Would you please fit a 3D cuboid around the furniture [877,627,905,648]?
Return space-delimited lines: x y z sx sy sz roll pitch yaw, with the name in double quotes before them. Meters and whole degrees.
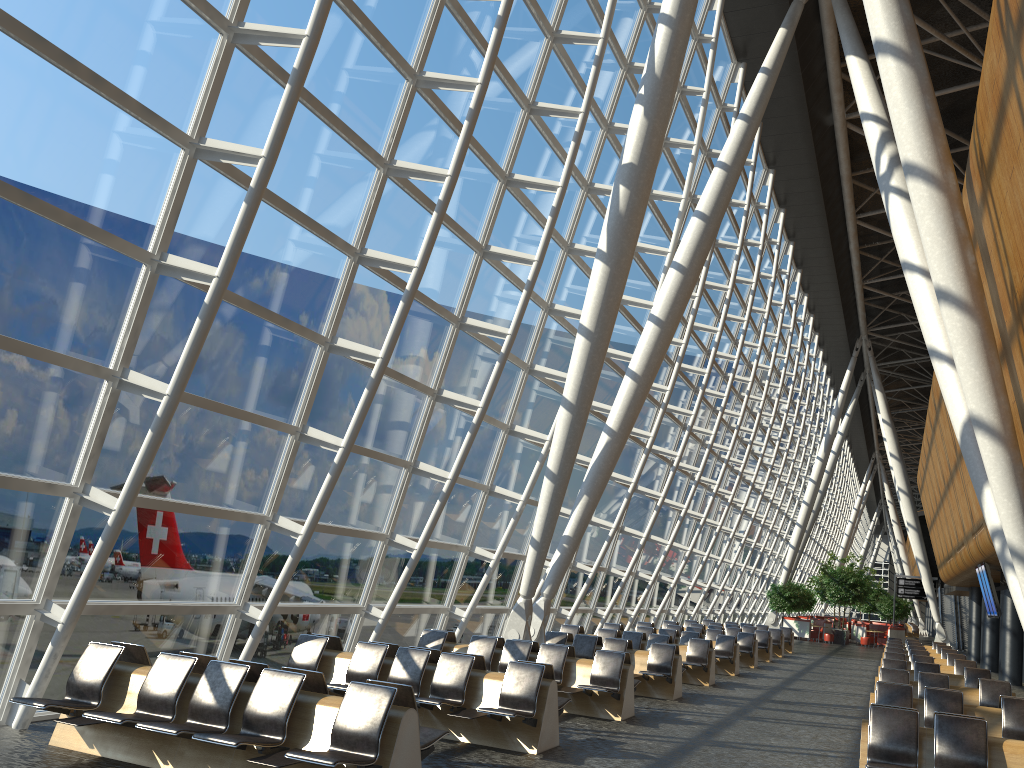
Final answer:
"furniture" 18.277 12.176 42.295 0.889 0.994 2.870 -2 -13 36

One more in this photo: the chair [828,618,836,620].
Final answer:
"chair" 18.885 14.526 52.717 0.664 0.997 0.628 8 -9 -21

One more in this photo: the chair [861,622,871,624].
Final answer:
"chair" 19.982 13.855 49.231 0.664 0.997 0.628 8 -9 -21

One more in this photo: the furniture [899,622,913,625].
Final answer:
"furniture" 35.081 21.829 79.024 1.895 0.857 1.688 0 -12 24

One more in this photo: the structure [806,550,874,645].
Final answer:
"structure" 16.413 10.733 44.554 3.088 4.473 5.901 3 -10 17

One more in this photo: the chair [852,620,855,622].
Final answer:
"chair" 22.046 15.572 56.195 0.660 0.997 0.632 4 -8 9

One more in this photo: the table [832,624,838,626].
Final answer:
"table" 17.522 13.630 48.604 0.797 0.740 0.812 3 -10 10

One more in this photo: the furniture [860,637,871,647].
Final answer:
"furniture" 16.504 12.047 41.161 0.443 0.454 0.449 -2 -12 36

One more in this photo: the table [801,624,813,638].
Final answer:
"table" 15.305 12.833 45.877 0.800 0.740 0.810 -3 -13 40

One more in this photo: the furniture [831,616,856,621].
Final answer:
"furniture" 29.893 21.819 81.059 3.248 0.857 1.688 0 -12 24

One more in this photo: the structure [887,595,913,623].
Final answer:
"structure" 26.203 15.769 59.948 1.891 2.956 1.955 8 -9 -18

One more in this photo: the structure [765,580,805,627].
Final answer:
"structure" 13.063 10.822 42.272 1.739 2.742 1.798 8 -9 -18

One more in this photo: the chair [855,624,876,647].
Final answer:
"chair" 17.021 12.093 42.422 0.664 0.997 0.628 8 -9 -21

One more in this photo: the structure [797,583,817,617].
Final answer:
"structure" 15.891 12.466 48.764 1.790 2.814 1.851 8 -9 -18

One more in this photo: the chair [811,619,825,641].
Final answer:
"chair" 15.234 12.306 44.106 0.668 0.997 0.625 12 -11 -40

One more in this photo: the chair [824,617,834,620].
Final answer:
"chair" 20.483 15.715 57.473 0.624 0.997 0.669 7 -8 -11

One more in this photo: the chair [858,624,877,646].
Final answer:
"chair" 17.507 12.354 43.411 0.625 0.997 0.667 8 -9 -21

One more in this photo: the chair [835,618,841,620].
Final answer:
"chair" 21.334 16.025 58.536 0.662 0.997 0.630 7 -8 -11

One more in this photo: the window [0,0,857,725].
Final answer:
"window" 23.963 11.928 68.819 3.714 13.848 169.012 2 -12 24

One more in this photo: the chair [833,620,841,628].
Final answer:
"chair" 17.996 13.753 49.564 0.629 0.997 0.663 12 -11 -40

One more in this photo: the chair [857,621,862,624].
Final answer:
"chair" 20.591 14.383 51.386 0.666 0.997 0.626 10 -9 -30

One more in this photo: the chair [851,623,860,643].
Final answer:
"chair" 17.630 12.621 44.577 0.666 0.997 0.626 10 -9 -30

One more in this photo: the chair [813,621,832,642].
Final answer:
"chair" 15.034 11.991 42.755 0.629 0.997 0.663 12 -11 -40

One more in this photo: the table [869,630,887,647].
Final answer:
"table" 17.713 12.344 42.690 0.800 0.740 0.810 -3 -13 40

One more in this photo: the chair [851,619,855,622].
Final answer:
"chair" 22.838 16.424 59.744 0.660 0.997 0.632 4 -8 9

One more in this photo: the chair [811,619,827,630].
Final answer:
"chair" 15.923 12.764 45.908 0.664 0.997 0.628 8 -9 -21

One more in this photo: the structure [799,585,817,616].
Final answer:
"structure" 16.987 13.267 51.869 1.763 2.776 1.823 8 -9 -18

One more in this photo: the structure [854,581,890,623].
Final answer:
"structure" 22.131 13.931 54.341 2.281 3.431 2.249 -1 -10 36

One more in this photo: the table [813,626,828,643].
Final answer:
"table" 14.561 11.868 41.795 0.799 0.740 0.811 6 -10 -4

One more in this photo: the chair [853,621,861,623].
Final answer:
"chair" 20.788 14.655 52.540 0.627 0.997 0.665 10 -10 -30

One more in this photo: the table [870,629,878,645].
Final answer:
"table" 18.271 12.909 45.030 0.800 0.740 0.810 -3 -13 40

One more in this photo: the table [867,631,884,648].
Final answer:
"table" 16.994 11.985 41.351 0.800 0.740 0.810 -3 -13 40

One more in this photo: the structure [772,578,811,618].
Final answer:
"structure" 14.137 11.413 44.956 1.918 2.930 1.891 5 -8 -2

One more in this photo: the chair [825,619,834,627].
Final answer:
"chair" 18.195 14.068 50.915 0.668 0.997 0.625 12 -11 -40

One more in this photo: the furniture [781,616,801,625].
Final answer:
"furniture" 14.765 12.738 46.256 0.889 0.994 2.870 -2 -13 36

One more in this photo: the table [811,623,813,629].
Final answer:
"table" 15.978 13.160 47.092 0.797 0.740 0.812 3 -10 10

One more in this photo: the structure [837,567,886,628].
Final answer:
"structure" 23.116 14.481 58.878 5.810 4.476 3.102 15 -13 -43

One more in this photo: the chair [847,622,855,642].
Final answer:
"chair" 17.827 12.893 45.731 0.627 0.997 0.665 10 -10 -30

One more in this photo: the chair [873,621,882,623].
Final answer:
"chair" 24.407 16.320 58.643 0.622 0.997 0.670 5 -8 -1

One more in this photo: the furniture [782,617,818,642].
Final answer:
"furniture" 14.083 12.049 43.402 0.890 0.993 2.870 6 -12 -8

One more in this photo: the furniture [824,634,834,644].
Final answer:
"furniture" 14.893 11.957 41.401 0.445 0.454 0.447 9 -10 -23

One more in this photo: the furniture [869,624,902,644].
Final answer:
"furniture" 18.958 12.865 45.149 0.890 0.993 2.870 6 -12 -8

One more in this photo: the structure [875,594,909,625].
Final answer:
"structure" 21.786 13.431 50.613 1.739 2.742 1.798 8 -9 -18

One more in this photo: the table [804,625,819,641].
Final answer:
"table" 14.708 12.250 43.469 0.799 0.740 0.811 6 -10 -4

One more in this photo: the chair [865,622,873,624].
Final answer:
"chair" 20.469 14.116 50.220 0.625 0.997 0.667 8 -9 -21
